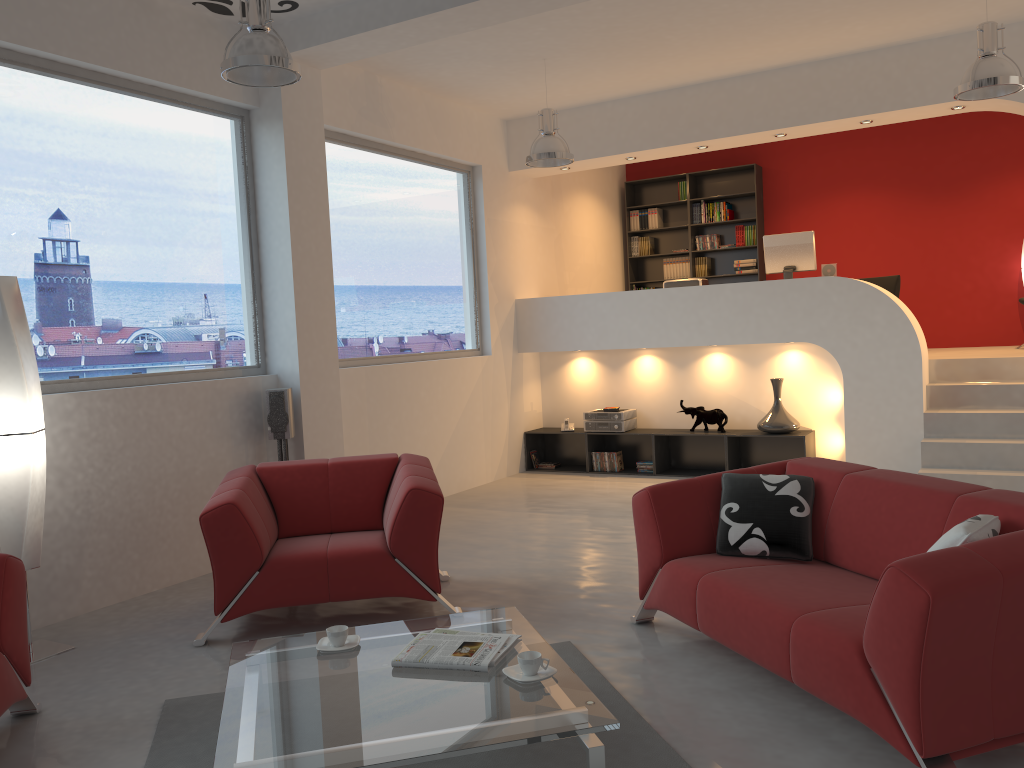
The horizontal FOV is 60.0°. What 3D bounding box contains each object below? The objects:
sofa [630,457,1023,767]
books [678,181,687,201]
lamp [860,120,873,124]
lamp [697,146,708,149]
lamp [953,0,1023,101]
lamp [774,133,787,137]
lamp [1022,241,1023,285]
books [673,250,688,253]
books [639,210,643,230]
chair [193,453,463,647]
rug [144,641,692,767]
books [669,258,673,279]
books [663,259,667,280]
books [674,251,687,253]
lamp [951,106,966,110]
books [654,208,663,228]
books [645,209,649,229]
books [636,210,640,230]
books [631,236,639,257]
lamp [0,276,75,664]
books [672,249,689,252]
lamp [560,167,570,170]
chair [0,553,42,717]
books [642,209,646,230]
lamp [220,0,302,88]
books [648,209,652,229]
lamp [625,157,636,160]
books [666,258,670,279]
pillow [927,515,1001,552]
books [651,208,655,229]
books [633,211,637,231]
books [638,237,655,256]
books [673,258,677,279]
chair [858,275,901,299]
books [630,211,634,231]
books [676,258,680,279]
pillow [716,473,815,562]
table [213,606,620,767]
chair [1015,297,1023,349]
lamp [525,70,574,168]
[{"bbox_3d":[1.275,0.770,3.435,0.951,0.738,1.929,-4,3,-20],"label":"sofa"},{"bbox_3d":[2.136,-2.350,10.869,0.146,0.240,0.170,-1,4,30],"label":"books"},{"bbox_3d":[2.939,-2.170,7.352,0.105,0.011,0.105,-2,3,19],"label":"lamp"},{"bbox_3d":[1.732,-2.149,8.061,0.105,0.011,0.105,-2,3,19],"label":"lamp"},{"bbox_3d":[2.868,-2.164,5.353,0.379,0.800,0.379,-3,3,2],"label":"lamp"},{"bbox_3d":[2.335,-2.159,7.706,0.105,0.011,0.105,-2,3,19],"label":"lamp"},{"bbox_3d":[5.321,-1.062,9.016,0.237,1.349,0.237,0,4,39],"label":"lamp"},{"bbox_3d":[2.106,-1.637,10.958,0.190,0.015,0.135,-1,4,30],"label":"books"},{"bbox_3d":[1.655,-2.051,11.163,0.040,0.260,0.200,-1,4,30],"label":"books"},{"bbox_3d":[-0.960,0.813,4.686,1.288,0.738,0.951,-3,3,-10],"label":"chair"},{"bbox_3d":[-0.346,1.247,2.925,1.700,0.025,1.700,-4,3,-15],"label":"rug"},{"bbox_3d":[2.011,-1.426,11.009,0.040,0.260,0.200,-1,4,30],"label":"books"},{"bbox_3d":[1.941,-1.425,11.050,0.040,0.260,0.200,-1,4,30],"label":"books"},{"bbox_3d":[2.100,-1.622,10.963,0.190,0.015,0.135,-1,4,30],"label":"books"},{"bbox_3d":[3.526,-2.181,7.008,0.105,0.011,0.105,-2,3,19],"label":"lamp"},{"bbox_3d":[1.831,-2.054,11.060,0.040,0.260,0.200,-1,4,30],"label":"books"},{"bbox_3d":[1.725,-2.052,11.122,0.040,0.260,0.200,-1,4,30],"label":"books"},{"bbox_3d":[1.621,-2.050,11.184,0.040,0.260,0.200,-1,4,30],"label":"books"},{"bbox_3d":[1.592,-1.733,11.242,0.090,0.256,0.181,-1,4,30],"label":"books"},{"bbox_3d":[-2.327,0.391,4.154,0.313,1.779,0.313,-2,3,22],"label":"lamp"},{"bbox_3d":[2.089,-1.652,10.967,0.190,0.015,0.135,-1,4,30],"label":"books"},{"bbox_3d":[0.525,-2.127,8.769,0.105,0.011,0.105,-1,4,34],"label":"lamp"},{"bbox_3d":[-2.206,0.983,2.805,0.951,0.738,1.288,-3,3,-10],"label":"chair"},{"bbox_3d":[1.690,-2.051,11.143,0.040,0.260,0.200,-1,4,30],"label":"books"},{"bbox_3d":[-1.238,-1.894,4.294,0.379,0.800,0.379,-5,4,-31],"label":"lamp"},{"bbox_3d":[1.761,-2.053,11.101,0.040,0.260,0.200,-1,4,30],"label":"books"},{"bbox_3d":[1.128,-2.138,8.415,0.105,0.011,0.105,-2,3,19],"label":"lamp"},{"bbox_3d":[1.976,-1.425,11.029,0.040,0.260,0.200,-1,4,30],"label":"books"},{"bbox_3d":[1.440,0.612,2.941,0.288,0.343,0.402,0,4,38],"label":"pillow"},{"bbox_3d":[1.796,-2.053,11.081,0.040,0.260,0.200,-1,4,30],"label":"books"},{"bbox_3d":[1.586,-2.050,11.204,0.040,0.260,0.200,-1,4,30],"label":"books"},{"bbox_3d":[1.696,-1.726,11.181,0.146,0.240,0.170,-1,4,30],"label":"books"},{"bbox_3d":[2.046,-1.427,10.988,0.040,0.260,0.200,-1,4,30],"label":"books"},{"bbox_3d":[3.540,-0.700,9.112,0.768,0.795,0.664,-6,4,-39],"label":"chair"},{"bbox_3d":[1.551,-2.049,11.225,0.040,0.260,0.200,-1,4,30],"label":"books"},{"bbox_3d":[2.081,-1.427,10.968,0.040,0.260,0.200,-1,4,30],"label":"books"},{"bbox_3d":[1.110,0.575,3.881,0.402,0.343,0.288,-2,4,23],"label":"pillow"},{"bbox_3d":[-0.365,1.103,2.914,1.097,0.286,1.162,-4,3,-15],"label":"table"},{"bbox_3d":[5.199,-0.733,8.206,0.768,0.795,0.664,-3,3,5],"label":"chair"},{"bbox_3d":[0.274,-2.118,6.876,0.379,0.800,0.379,-3,3,2],"label":"lamp"}]
